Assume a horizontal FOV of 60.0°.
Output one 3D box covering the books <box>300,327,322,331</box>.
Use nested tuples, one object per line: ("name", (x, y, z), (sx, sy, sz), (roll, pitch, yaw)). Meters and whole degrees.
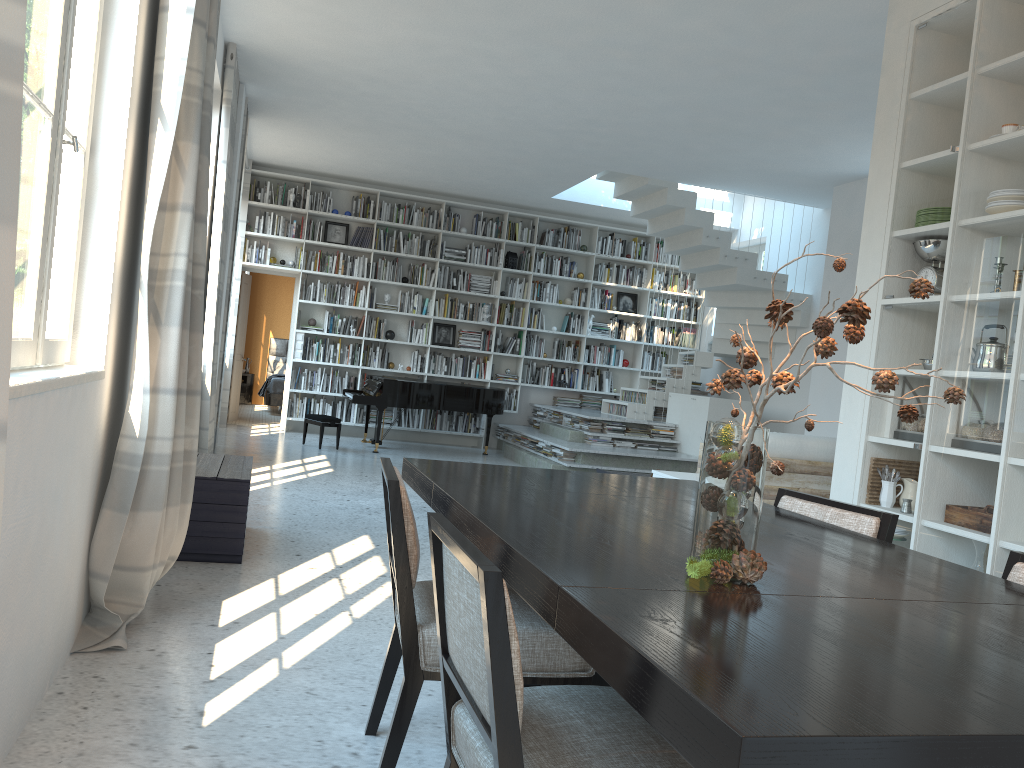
("books", (-2.520, -0.690, 11.135), (0.254, 0.012, 0.160), (6, 1, -19))

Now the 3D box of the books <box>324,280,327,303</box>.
("books", (-2.349, -1.158, 11.147), (0.011, 0.293, 0.183), (6, 1, -16))

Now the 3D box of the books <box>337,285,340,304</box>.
("books", (-2.196, -1.124, 11.204), (0.021, 0.256, 0.156), (6, 1, -16))

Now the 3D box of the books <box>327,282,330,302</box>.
("books", (-2.322, -1.144, 11.166), (0.011, 0.271, 0.157), (6, 1, -16))

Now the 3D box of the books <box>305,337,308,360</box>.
("books", (-2.584, -0.444, 11.137), (0.016, 0.290, 0.152), (6, 1, -16))

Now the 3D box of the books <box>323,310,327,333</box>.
("books", (-2.357, -0.785, 11.170), (0.012, 0.285, 0.159), (6, 1, -16))

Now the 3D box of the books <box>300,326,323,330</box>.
("books", (-2.518, -0.702, 11.132), (0.285, 0.012, 0.159), (6, 1, -12))

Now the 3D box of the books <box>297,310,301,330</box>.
("books", (-2.666, -0.797, 11.085), (0.028, 0.243, 0.156), (6, 1, -16))

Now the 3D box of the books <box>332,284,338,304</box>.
("books", (-2.243, -1.129, 11.198), (0.048, 0.256, 0.141), (6, 1, -16))

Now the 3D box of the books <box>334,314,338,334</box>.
("books", (-2.225, -0.753, 11.219), (0.022, 0.249, 0.129), (6, 1, -16))

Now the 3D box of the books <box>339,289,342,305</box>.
("books", (-2.179, -1.096, 11.211), (0.021, 0.205, 0.130), (6, 1, -16))

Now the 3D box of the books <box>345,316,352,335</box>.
("books", (-2.077, -0.741, 11.248), (0.060, 0.255, 0.158), (6, 1, -16))

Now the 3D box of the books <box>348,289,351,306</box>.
("books", (-2.064, -1.090, 11.241), (0.012, 0.217, 0.160), (6, 1, -16))

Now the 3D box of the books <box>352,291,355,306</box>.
("books", (-2.018, -1.078, 11.249), (0.013, 0.203, 0.161), (6, 1, -16))

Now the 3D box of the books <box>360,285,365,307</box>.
("books", (-1.904, -1.108, 11.288), (0.027, 0.286, 0.148), (6, 1, -16))

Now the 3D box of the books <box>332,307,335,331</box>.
("books", (-2.266, -0.801, 11.205), (0.011, 0.336, 0.153), (6, 2, -16))

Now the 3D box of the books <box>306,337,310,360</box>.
("books", (-2.568, -0.444, 11.134), (0.014, 0.294, 0.171), (6, 1, -16))

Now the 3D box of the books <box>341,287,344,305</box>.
("books", (-2.148, -1.104, 11.216), (0.013, 0.228, 0.151), (6, 1, -16))

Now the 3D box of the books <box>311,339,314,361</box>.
("books", (-2.510, -0.430, 11.144), (0.008, 0.280, 0.164), (6, 1, -16))

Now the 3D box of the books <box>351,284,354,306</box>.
("books", (-2.030, -1.124, 11.258), (0.015, 0.293, 0.143), (6, 2, -16))

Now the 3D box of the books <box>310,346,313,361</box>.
("books", (-2.522, -0.386, 11.122), (0.019, 0.189, 0.193), (6, 1, -16))

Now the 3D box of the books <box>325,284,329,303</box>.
("books", (-2.334, -1.133, 11.145), (0.021, 0.247, 0.188), (6, 1, -16))

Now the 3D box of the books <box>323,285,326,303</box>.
("books", (-2.365, -1.128, 11.147), (0.014, 0.230, 0.148), (6, 1, -16))

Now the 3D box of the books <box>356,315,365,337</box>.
("books", (-1.924, -0.735, 11.255), (0.082, 0.276, 0.228), (6, 1, -16))

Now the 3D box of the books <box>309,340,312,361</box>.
("books", (-2.535, -0.425, 11.133), (0.007, 0.264, 0.176), (6, 1, -16))

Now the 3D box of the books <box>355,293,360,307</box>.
("books", (-1.965, -1.062, 11.268), (0.030, 0.183, 0.151), (6, 1, -16))

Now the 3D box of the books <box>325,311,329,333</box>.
("books", (-2.341, -0.777, 11.174), (0.024, 0.273, 0.150), (6, 1, -16))

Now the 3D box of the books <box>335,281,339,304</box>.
("books", (-2.207, -1.146, 11.189), (0.013, 0.300, 0.151), (6, 2, -16))

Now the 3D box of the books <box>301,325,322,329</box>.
("books", (-2.519, -0.714, 11.138), (0.254, 0.012, 0.160), (6, 1, -15))

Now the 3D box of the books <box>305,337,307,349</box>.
("books", (-2.597, -0.443, 11.135), (0.008, 0.285, 0.159), (6, 1, -16))

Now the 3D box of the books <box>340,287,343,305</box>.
("books", (-2.158, -1.105, 11.202), (0.013, 0.229, 0.177), (6, 1, -16))

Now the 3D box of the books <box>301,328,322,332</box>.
("books", (-2.523, -0.678, 11.139), (0.254, 0.012, 0.160), (6, 1, -15))

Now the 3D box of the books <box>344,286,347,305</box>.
("books", (-2.116, -1.113, 11.231), (0.011, 0.252, 0.139), (6, 1, -16))

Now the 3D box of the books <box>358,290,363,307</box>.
("books", (-1.934, -1.079, 11.276), (0.031, 0.223, 0.144), (6, 1, -16))

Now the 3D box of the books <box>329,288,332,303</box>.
("books", (-2.296, -1.108, 11.186), (0.010, 0.204, 0.139), (6, 1, -16))

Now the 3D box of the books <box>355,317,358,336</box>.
("books", (-1.985, -0.729, 11.280), (0.021, 0.251, 0.154), (6, 1, -16))

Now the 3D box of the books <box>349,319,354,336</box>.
("books", (-2.035, -0.712, 11.254), (0.030, 0.207, 0.172), (6, 1, -16))

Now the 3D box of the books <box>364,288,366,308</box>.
("books", (-1.876, -1.090, 11.298), (0.036, 0.257, 0.123), (6, 2, -16))

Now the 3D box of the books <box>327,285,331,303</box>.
("books", (-2.303, -1.125, 11.155), (0.024, 0.237, 0.166), (6, 1, -16))

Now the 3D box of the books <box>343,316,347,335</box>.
("books", (-2.117, -0.738, 11.252), (0.013, 0.242, 0.141), (6, 1, -16))

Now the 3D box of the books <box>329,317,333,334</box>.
("books", (-2.283, -0.738, 11.169), (0.029, 0.208, 0.189), (6, 1, -16))

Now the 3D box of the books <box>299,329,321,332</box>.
("books", (-2.523, -0.666, 11.135), (0.285, 0.012, 0.159), (6, 1, -13))

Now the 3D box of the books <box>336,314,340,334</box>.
("books", (-2.204, -0.752, 11.205), (0.011, 0.250, 0.172), (6, 1, -16))

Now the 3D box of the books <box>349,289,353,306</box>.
("books", (-2.050, -1.090, 11.250), (0.021, 0.221, 0.148), (6, 1, -16))

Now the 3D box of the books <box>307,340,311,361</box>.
("books", (-2.554, -0.424, 11.147), (0.022, 0.257, 0.141), (6, 1, -16))

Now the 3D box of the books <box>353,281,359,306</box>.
("books", (-1.988, -1.136, 11.254), (0.035, 0.326, 0.170), (6, 1, -16))

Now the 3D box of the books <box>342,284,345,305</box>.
("books", (-2.133, -1.125, 11.215), (0.012, 0.272, 0.145), (6, 1, -16))

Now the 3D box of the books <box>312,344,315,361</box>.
("books", (-2.504, -0.399, 11.154), (0.015, 0.218, 0.176), (6, 1, -16))

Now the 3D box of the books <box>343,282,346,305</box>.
("books", (-2.125, -1.140, 11.232), (0.011, 0.304, 0.129), (6, 2, -16))

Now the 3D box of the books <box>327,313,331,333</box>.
("books", (-2.317, -0.766, 11.189), (0.031, 0.255, 0.143), (6, 1, -16))

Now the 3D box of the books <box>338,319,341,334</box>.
("books", (-2.185, -0.719, 11.200), (0.029, 0.190, 0.188), (6, 1, -16))

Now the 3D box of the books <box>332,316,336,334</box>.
("books", (-2.253, -0.748, 11.218), (0.030, 0.231, 0.147), (6, 1, -16))

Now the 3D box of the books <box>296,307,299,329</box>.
("books", (-2.686, -0.820, 11.088), (0.012, 0.285, 0.159), (6, 1, -16))

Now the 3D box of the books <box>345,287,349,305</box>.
("books", (-2.100, -1.107, 11.246), (0.028, 0.242, 0.131), (6, 1, -16))

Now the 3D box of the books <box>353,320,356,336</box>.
("books", (-2.010, -0.711, 11.271), (0.027, 0.209, 0.143), (6, 1, -16))

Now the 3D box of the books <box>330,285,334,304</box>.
("books", (-2.273, -1.124, 11.172), (0.023, 0.242, 0.184), (6, 1, -16))

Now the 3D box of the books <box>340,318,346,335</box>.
("books", (-2.152, -0.728, 11.243), (0.056, 0.214, 0.142), (6, 1, -16))

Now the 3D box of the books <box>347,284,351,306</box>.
("books", (-2.070, -1.119, 11.223), (0.015, 0.275, 0.157), (6, 1, -16))
